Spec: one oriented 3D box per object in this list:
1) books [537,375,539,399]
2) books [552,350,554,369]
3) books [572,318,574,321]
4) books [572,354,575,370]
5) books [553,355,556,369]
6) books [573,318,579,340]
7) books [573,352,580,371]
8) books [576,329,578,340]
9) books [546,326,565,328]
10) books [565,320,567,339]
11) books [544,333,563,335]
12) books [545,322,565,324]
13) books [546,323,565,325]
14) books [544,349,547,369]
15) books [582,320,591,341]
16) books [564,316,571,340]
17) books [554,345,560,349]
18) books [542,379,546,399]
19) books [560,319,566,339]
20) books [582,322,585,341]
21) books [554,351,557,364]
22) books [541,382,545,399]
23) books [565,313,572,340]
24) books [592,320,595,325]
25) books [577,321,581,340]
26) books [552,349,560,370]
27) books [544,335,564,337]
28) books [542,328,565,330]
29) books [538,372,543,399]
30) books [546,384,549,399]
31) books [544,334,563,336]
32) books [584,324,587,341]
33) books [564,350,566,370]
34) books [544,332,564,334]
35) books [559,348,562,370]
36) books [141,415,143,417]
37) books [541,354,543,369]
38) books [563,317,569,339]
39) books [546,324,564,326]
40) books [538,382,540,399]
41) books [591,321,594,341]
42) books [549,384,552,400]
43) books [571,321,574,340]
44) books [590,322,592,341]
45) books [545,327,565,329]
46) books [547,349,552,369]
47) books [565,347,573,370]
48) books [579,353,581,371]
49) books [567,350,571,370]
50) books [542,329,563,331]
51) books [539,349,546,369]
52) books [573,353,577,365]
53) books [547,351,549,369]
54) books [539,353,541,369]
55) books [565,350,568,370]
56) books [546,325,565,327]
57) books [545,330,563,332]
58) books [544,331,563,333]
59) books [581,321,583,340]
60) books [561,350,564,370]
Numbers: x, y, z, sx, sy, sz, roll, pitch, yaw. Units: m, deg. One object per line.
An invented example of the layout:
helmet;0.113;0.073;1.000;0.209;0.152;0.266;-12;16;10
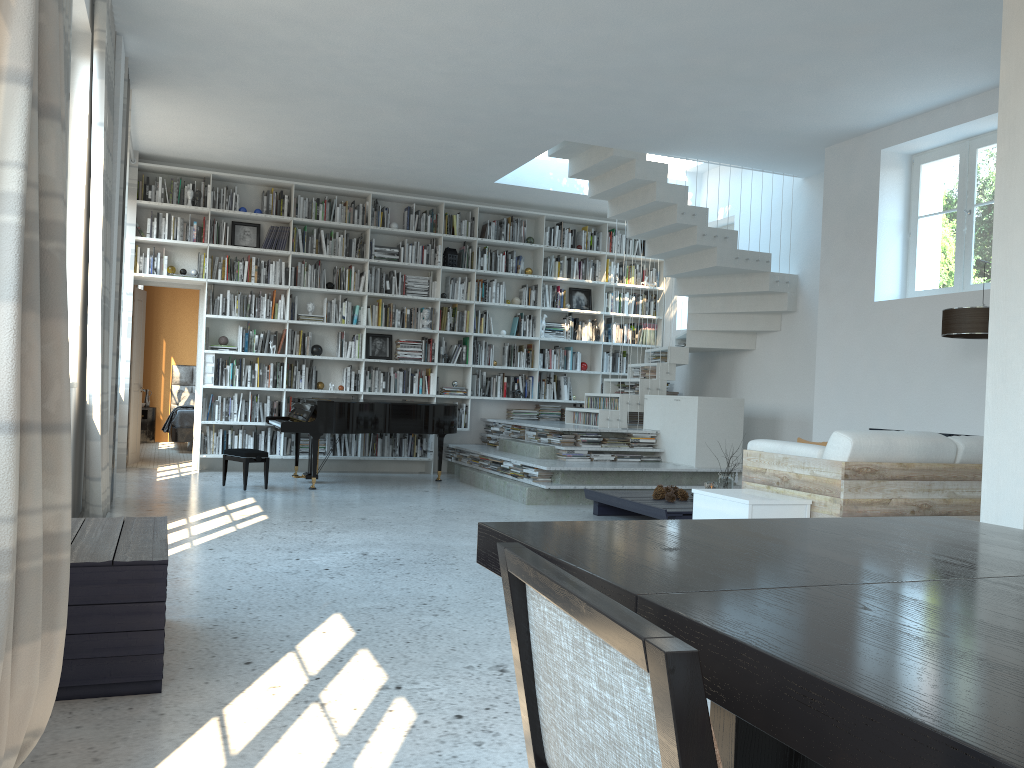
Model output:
books;0.294;0.039;10.797;0.015;0.287;0.138;2;0;-21
books;0.463;-0.296;10.850;0.026;0.239;0.177;2;0;-21
books;0.721;-0.672;10.952;0.013;0.280;0.131;2;0;-21
books;0.725;-0.264;10.944;0.030;0.201;0.189;2;0;-21
books;0.490;-0.266;10.849;0.027;0.181;0.186;2;0;-21
books;0.760;-0.671;10.954;0.059;0.282;0.167;2;0;-21
books;0.783;-0.279;10.974;0.025;0.235;0.181;2;0;-21
books;0.782;-0.668;10.991;0.010;0.278;0.129;2;0;-21
books;0.484;-0.695;10.848;0.285;0.012;0.159;3;-1;-26
books;0.633;-0.659;10.928;0.023;0.247;0.138;2;0;-21
books;0.474;-0.610;10.853;0.254;0.012;0.161;3;-1;-19
books;0.483;-0.743;10.855;0.285;0.012;0.159;3;-1;-19
books;0.483;-0.731;10.855;0.285;0.012;0.159;3;-1;-23
books;0.389;-0.303;10.824;0.024;0.247;0.143;2;0;-21
books;0.917;-0.658;11.007;0.021;0.271;0.191;2;0;-21
books;0.682;-0.684;10.911;0.011;0.300;0.184;2;0;-21
books;0.546;-0.322;10.879;0.013;0.299;0.147;2;0;-21
books;0.374;0.064;10.817;0.015;0.243;0.156;2;0;-21
books;0.624;-0.664;10.906;0.012;0.254;0.161;2;0;-21
books;0.859;-0.643;11.017;0.028;0.235;0.129;2;0;-21
books;0.506;-0.289;10.865;0.012;0.229;0.179;2;0;-21
books;0.353;0.078;10.820;0.023;0.214;0.163;2;0;-21
books;0.693;-0.703;10.914;0.010;0.339;0.180;2;0;-21
books;1.036;-0.659;11.088;0.029;0.283;0.138;2;0;-21
books;0.808;-0.649;10.979;0.031;0.242;0.147;2;0;-21
books;0.534;-0.301;10.851;0.028;0.255;0.191;2;0;-21
books;0.476;-0.586;10.847;0.285;0.012;0.159;3;-1;-16
books;0.481;-0.671;10.853;0.285;0.012;0.159;3;-1;-24
books;0.334;0.020;10.824;0.013;0.327;0.130;2;0;-21
books;0.413;0.094;10.846;0.030;0.188;0.140;2;0;-21
books;0.475;-0.598;10.850;0.254;0.012;0.161;3;-1;-17
books;0.886;-0.631;11.021;0.025;0.213;0.155;2;0;-21
books;0.618;-0.294;10.893;0.014;0.249;0.177;2;0;-21
books;0.476;-0.622;10.854;0.285;0.012;0.159;3;-1;-23
books;0.563;-0.303;10.867;0.012;0.262;0.186;2;0;-21
books;-5.538;0.465;13.031;0.133;0.022;0.189;2;-1;30
books;0.332;-0.275;10.794;0.022;0.184;0.162;2;0;-21
books;0.661;-0.677;10.931;0.012;0.285;0.159;2;0;-21
books;0.482;-0.719;10.855;0.254;0.012;0.161;3;-1;-19
books;0.310;0.076;10.816;0.033;0.213;0.140;2;0;-21
books;0.970;-0.647;11.046;0.024;0.255;0.145;2;0;-21
books;0.441;0.096;10.849;0.024;0.185;0.149;2;0;-21
books;0.707;-0.651;10.928;0.030;0.236;0.179;2;0;-21
books;0.944;-0.641;11.020;0.041;0.239;0.176;2;0;-21
books;0.481;-0.683;10.855;0.285;0.012;0.159;3;-1;-19
books;0.436;-0.301;10.823;0.045;0.246;0.185;2;0;-21
books;0.693;-0.311;10.927;0.026;0.290;0.181;2;0;-21
books;0.806;-0.272;10.984;0.027;0.223;0.170;2;0;-21
books;0.670;-0.289;10.914;0.023;0.244;0.189;2;0;-21
books;0.482;-0.659;10.849;0.254;0.012;0.161;3;-1;-16
books;0.359;-0.304;10.800;0.047;0.244;0.177;2;0;-21
books;0.750;-0.272;10.971;0.037;0.218;0.139;2;0;-21
books;0.409;-0.291;10.818;0.011;0.223;0.163;2;0;-21
books;0.311;-0.277;10.788;0.023;0.186;0.159;2;0;-21
books;0.645;-0.295;10.931;0.012;0.254;0.161;2;0;-21
books;0.482;-0.707;10.855;0.285;0.012;0.159;3;-1;-19
books;0.475;-0.647;10.858;0.254;0.012;0.161;3;-1;-21
books;0.479;-0.634;10.848;0.254;0.012;0.161;3;-1;-26
books;0.831;-0.652;11.008;0.031;0.250;0.133;2;0;-21
books;0.592;-0.294;10.905;0.026;0.246;0.165;2;0;-21
